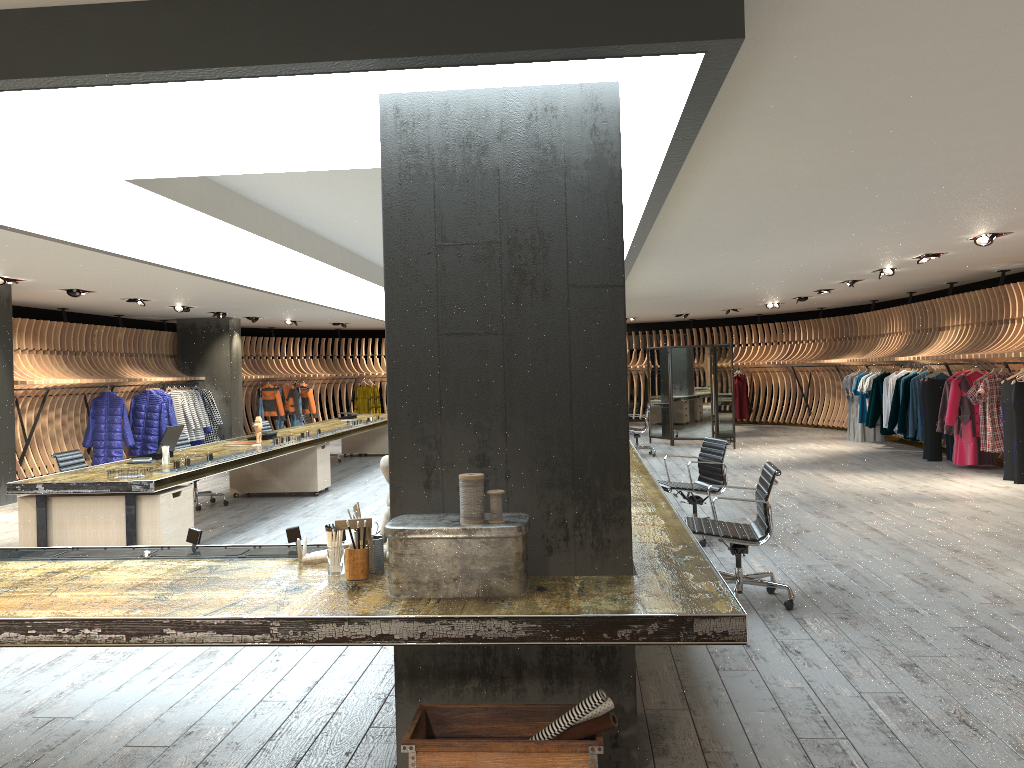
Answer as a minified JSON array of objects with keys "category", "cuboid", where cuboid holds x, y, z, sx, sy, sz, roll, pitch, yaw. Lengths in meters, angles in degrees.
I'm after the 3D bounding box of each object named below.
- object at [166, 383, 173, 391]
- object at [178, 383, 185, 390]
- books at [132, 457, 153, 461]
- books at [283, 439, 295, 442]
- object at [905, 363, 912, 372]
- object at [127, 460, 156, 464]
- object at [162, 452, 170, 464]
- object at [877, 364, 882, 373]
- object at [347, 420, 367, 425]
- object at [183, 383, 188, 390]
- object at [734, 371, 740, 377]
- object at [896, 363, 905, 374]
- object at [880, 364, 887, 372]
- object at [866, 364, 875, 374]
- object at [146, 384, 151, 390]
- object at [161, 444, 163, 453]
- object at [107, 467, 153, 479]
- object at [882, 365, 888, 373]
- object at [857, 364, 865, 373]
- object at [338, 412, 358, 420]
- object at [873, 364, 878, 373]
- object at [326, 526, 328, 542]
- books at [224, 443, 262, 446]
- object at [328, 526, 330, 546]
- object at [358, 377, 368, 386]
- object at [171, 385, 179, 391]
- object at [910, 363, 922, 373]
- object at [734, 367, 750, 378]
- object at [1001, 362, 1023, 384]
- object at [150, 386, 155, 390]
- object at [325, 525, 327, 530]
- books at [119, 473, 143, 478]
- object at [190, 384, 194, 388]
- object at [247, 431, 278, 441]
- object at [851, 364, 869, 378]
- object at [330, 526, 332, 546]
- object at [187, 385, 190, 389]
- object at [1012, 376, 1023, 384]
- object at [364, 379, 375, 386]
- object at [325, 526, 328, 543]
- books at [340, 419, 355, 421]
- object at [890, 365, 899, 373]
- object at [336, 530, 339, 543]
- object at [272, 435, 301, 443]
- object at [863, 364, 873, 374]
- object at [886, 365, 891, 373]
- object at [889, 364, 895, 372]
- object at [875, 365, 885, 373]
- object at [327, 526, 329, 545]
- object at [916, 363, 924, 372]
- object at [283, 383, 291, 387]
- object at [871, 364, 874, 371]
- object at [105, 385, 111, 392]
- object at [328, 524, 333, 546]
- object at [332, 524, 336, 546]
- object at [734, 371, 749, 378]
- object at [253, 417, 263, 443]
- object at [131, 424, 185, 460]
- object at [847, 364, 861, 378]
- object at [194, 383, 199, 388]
[{"category":"object","cuboid":[-6.526,0.138,16.930,0.518,0.313,0.012,-2,0,5]},{"category":"object","cuboid":[-6.486,0.130,17.427,0.518,0.313,0.012,-2,0,5]},{"category":"books","cuboid":[-3.419,0.693,8.164,0.186,0.027,0.112,-2,1,-10]},{"category":"books","cuboid":[-2.601,0.650,10.252,0.155,0.025,0.110,-2,1,0]},{"category":"object","cuboid":[6.485,-0.206,14.514,0.525,0.270,0.012,-2,0,5]},{"category":"object","cuboid":[-3.394,0.712,8.125,0.213,0.019,0.219,-2,1,-10]},{"category":"object","cuboid":[-3.093,0.666,7.926,0.061,0.111,0.061,-2,0,38]},{"category":"object","cuboid":[6.594,-0.214,15.798,0.524,0.285,0.013,-2,0,0]},{"category":"object","cuboid":[-2.349,0.587,13.465,0.302,0.071,0.209,-2,1,-1]},{"category":"object","cuboid":[-6.472,0.127,17.605,0.518,0.313,0.012,-2,0,5]},{"category":"object","cuboid":[5.496,-0.278,22.063,0.525,0.270,0.012,-2,0,-20]},{"category":"object","cuboid":[6.503,-0.210,14.747,0.525,0.270,0.012,-1,0,10]},{"category":"object","cuboid":[6.571,-0.223,15.685,0.525,0.270,0.012,-2,0,-10]},{"category":"object","cuboid":[6.576,-0.219,16.099,0.523,0.288,0.015,-1,0,15]},{"category":"object","cuboid":[-6.631,0.146,16.152,0.523,0.292,0.012,-2,0,5]},{"category":"object","cuboid":[-3.116,0.622,7.917,0.007,0.170,0.030,-2,0,27]},{"category":"object","cuboid":[-2.970,0.697,6.900,0.302,0.074,0.217,-2,1,-1]},{"category":"object","cuboid":[6.542,-0.209,15.515,0.524,0.284,0.014,-1,0,15]},{"category":"object","cuboid":[6.650,-0.239,16.846,0.525,0.270,0.012,-2,0,-5]},{"category":"object","cuboid":[-2.847,0.550,15.365,0.261,0.111,0.373,-2,1,5]},{"category":"object","cuboid":[6.596,-0.224,15.990,0.525,0.270,0.012,-1,0,10]},{"category":"object","cuboid":[-0.690,0.619,3.350,0.007,0.170,0.030,-2,0,27]},{"category":"books","cuboid":[-3.004,0.673,9.864,0.366,0.026,0.213,-1,1,15]},{"category":"object","cuboid":[-0.684,0.619,3.343,0.007,0.170,0.030,-2,0,1]},{"category":"object","cuboid":[-3.918,-0.039,23.406,0.525,0.270,0.012,-1,0,35]},{"category":"object","cuboid":[-6.507,0.134,17.165,0.518,0.313,0.012,-2,0,5]},{"category":"object","cuboid":[6.456,-0.196,14.181,0.525,0.270,0.012,-1,0,10]},{"category":"object","cuboid":[5.643,-0.279,21.847,0.525,0.270,0.012,-2,0,-20]},{"category":"object","cuboid":[6.177,-0.139,10.678,0.525,0.270,0.012,-1,0,45]},{"category":"object","cuboid":[-6.587,0.138,16.290,0.523,0.291,0.012,-2,0,5]},{"category":"object","cuboid":[-0.692,0.619,3.360,0.030,0.170,0.007,-1,0,-36]},{"category":"books","cuboid":[-2.966,0.707,6.897,0.155,0.025,0.110,-2,1,0]},{"category":"object","cuboid":[-6.447,0.132,17.962,0.516,0.316,0.012,-2,0,5]},{"category":"object","cuboid":[-3.039,0.630,10.798,0.262,0.088,0.373,-2,1,5]},{"category":"object","cuboid":[6.646,-0.237,16.709,0.525,0.270,0.012,-1,0,20]},{"category":"object","cuboid":[-0.680,0.619,3.340,0.007,0.170,0.030,-2,0,-12]},{"category":"object","cuboid":[-6.516,0.106,17.808,0.525,0.270,0.012,-2,0,5]},{"category":"object","cuboid":[6.169,-0.136,10.465,0.525,0.270,0.012,-2,0,5]},{"category":"object","cuboid":[-3.777,-0.044,23.523,0.525,0.270,0.012,-1,0,35]},{"category":"object","cuboid":[-0.692,0.619,3.356,0.007,0.170,0.030,-2,0,42]},{"category":"books","cuboid":[-2.683,0.597,14.670,0.213,0.026,0.366,-2,1,5]},{"category":"object","cuboid":[6.530,-0.208,15.120,0.525,0.270,0.012,-1,0,10]},{"category":"object","cuboid":[-0.664,0.618,3.380,0.007,0.170,0.030,-2,0,-19]},{"category":"object","cuboid":[-2.605,0.640,10.255,0.302,0.074,0.217,-2,1,-1]},{"category":"object","cuboid":[6.652,-0.235,16.535,0.525,0.270,0.012,-2,0,-10]},{"category":"object","cuboid":[6.548,-0.212,15.329,0.525,0.270,0.012,-2,0,5]},{"category":"object","cuboid":[6.554,-0.211,15.246,0.525,0.270,0.012,-2,0,5]},{"category":"object","cuboid":[6.612,-0.218,15.902,0.523,0.290,0.013,-2,0,0]},{"category":"object","cuboid":[-0.688,0.619,3.347,0.007,0.170,0.030,-2,0,15]},{"category":"object","cuboid":[6.435,-0.195,13.979,0.525,0.270,0.012,-2,0,5]},{"category":"object","cuboid":[-5.495,0.028,21.625,0.525,0.270,0.012,-1,0,25]},{"category":"object","cuboid":[6.625,-0.228,16.229,0.525,0.270,0.012,-1,0,30]},{"category":"object","cuboid":[-6.725,0.155,14.763,0.525,0.270,0.012,-2,0,5]},{"category":"object","cuboid":[-0.683,0.619,3.377,0.030,0.170,0.007,-2,0,18]},{"category":"object","cuboid":[-0.674,0.619,3.381,0.030,0.170,0.007,-2,0,44]},{"category":"object","cuboid":[5.593,-0.279,21.935,0.525,0.270,0.012,-2,0,5]},{"category":"object","cuboid":[-2.938,0.529,10.251,0.097,0.300,0.320,-2,0,-12]},{"category":"object","cuboid":[-3.383,0.558,8.483,0.365,0.316,0.373,-2,0,5]},{"category":"object","cuboid":[6.668,-0.241,16.990,0.525,0.270,0.012,-1,0,20]},{"category":"object","cuboid":[-6.436,0.127,18.150,0.518,0.313,0.012,-2,0,5]}]
